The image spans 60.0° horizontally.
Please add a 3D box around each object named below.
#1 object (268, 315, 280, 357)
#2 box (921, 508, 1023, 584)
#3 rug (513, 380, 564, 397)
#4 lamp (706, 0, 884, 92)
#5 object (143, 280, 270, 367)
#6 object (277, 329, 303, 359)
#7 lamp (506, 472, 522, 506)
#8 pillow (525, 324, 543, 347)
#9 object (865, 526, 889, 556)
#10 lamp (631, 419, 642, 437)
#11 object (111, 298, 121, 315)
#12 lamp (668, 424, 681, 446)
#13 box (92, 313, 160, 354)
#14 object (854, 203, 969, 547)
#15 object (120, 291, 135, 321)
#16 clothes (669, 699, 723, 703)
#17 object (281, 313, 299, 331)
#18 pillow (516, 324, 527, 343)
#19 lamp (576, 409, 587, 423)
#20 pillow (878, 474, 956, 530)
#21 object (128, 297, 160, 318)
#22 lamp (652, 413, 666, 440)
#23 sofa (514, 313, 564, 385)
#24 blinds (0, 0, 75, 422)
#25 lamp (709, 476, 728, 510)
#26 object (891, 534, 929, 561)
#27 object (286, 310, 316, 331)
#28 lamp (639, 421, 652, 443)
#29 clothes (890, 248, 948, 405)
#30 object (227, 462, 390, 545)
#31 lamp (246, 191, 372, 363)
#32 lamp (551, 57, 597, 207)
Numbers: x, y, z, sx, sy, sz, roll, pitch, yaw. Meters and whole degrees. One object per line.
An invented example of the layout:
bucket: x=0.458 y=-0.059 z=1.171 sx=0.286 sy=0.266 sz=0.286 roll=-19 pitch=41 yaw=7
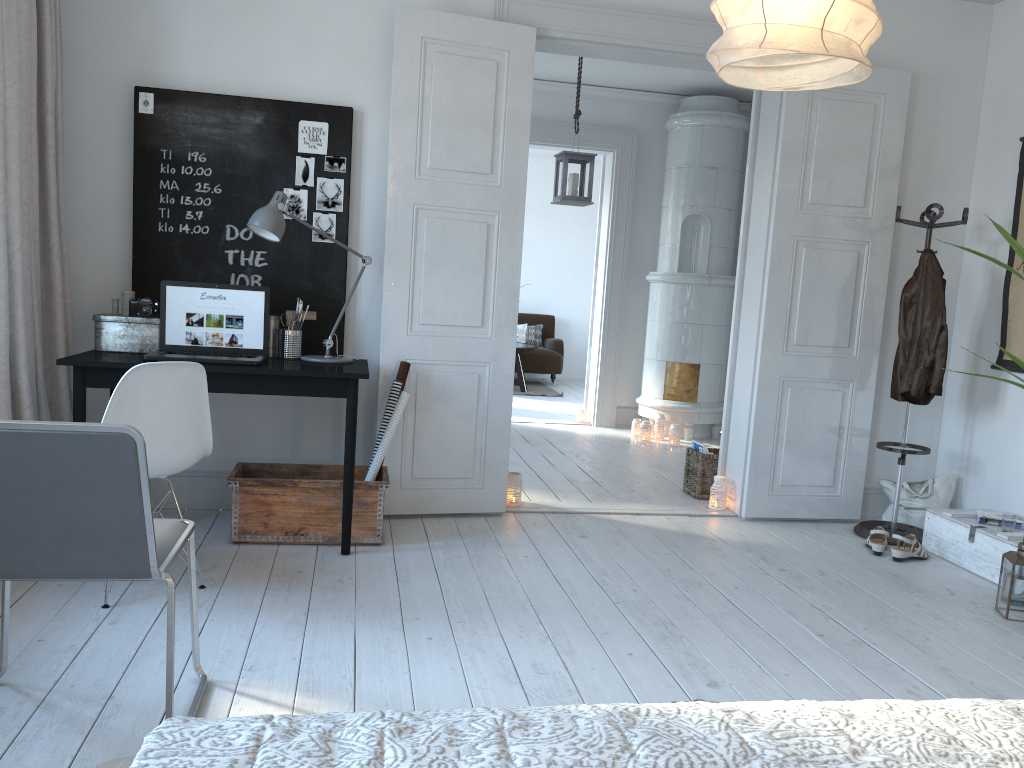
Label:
object: x=-1.092 y=-0.214 z=4.010 sx=0.079 sy=0.189 sz=0.078 roll=-1 pitch=8 yaw=-31
box: x=2.232 y=0.740 z=4.046 sx=0.376 sy=0.219 sz=0.640 roll=3 pitch=6 yaw=-10
rug: x=-0.377 y=-0.005 z=10.227 sx=1.710 sy=0.055 sz=1.453 roll=3 pitch=6 yaw=-10
lamp: x=0.600 y=-1.232 z=1.720 sx=0.338 sy=1.234 sz=0.340 roll=6 pitch=8 yaw=21
object: x=-1.239 y=-0.252 z=3.626 sx=0.445 sy=0.316 sz=0.325 roll=3 pitch=7 yaw=-10
object: x=-0.993 y=-0.178 z=3.959 sx=0.108 sy=0.129 sz=0.108 roll=4 pitch=7 yaw=5
lamp: x=0.006 y=0.549 z=4.629 sx=0.089 sy=0.167 sz=0.089 roll=1 pitch=7 yaw=-18
pillow: x=0.137 y=-0.622 z=11.120 sx=0.542 sy=0.288 sz=0.182 roll=3 pitch=7 yaw=-9
object: x=1.758 y=0.734 z=4.265 sx=0.099 sy=0.126 sz=0.272 roll=6 pitch=7 yaw=22
lamp: x=1.014 y=0.358 z=7.218 sx=0.084 sy=0.147 sz=0.084 roll=3 pitch=7 yaw=-6
object: x=-1.716 y=-0.336 z=3.838 sx=0.040 sy=0.069 sz=0.039 roll=1 pitch=7 yaw=-22
lamp: x=1.270 y=0.397 z=6.915 sx=0.089 sy=0.166 sz=0.089 roll=2 pitch=7 yaw=-11
box: x=-1.628 y=-0.218 z=3.826 sx=0.317 sy=0.153 sz=0.192 roll=3 pitch=7 yaw=-10
object: x=2.000 y=-0.043 z=4.432 sx=0.374 sy=1.662 sz=0.374 roll=3 pitch=7 yaw=-3
object: x=-1.651 y=-0.330 z=3.782 sx=0.056 sy=0.130 sz=0.167 roll=2 pitch=7 yaw=-12
clothes: x=0.398 y=0.798 z=1.752 sx=0.246 sy=0.270 sz=0.297 roll=3 pitch=7 yaw=-9
object: x=-1.003 y=-0.219 z=3.963 sx=0.081 sy=0.199 sz=0.050 roll=6 pitch=7 yaw=15
pillow: x=-0.040 y=-0.630 z=10.973 sx=0.471 sy=0.310 sz=0.187 roll=3 pitch=7 yaw=-10
lamp: x=0.612 y=0.282 z=7.780 sx=0.093 sy=0.110 sz=0.093 roll=4 pitch=7 yaw=7
pillow: x=2.159 y=0.614 z=4.728 sx=0.317 sy=0.315 sz=0.272 roll=3 pitch=7 yaw=-9
object: x=-1.546 y=-0.323 z=3.733 sx=0.137 sy=0.088 sz=0.073 roll=3 pitch=7 yaw=-10
lamp: x=1.188 y=0.345 z=7.146 sx=0.098 sy=0.210 sz=0.098 roll=3 pitch=7 yaw=-6
sofa: x=-0.477 y=-0.487 z=10.924 sx=2.165 sy=0.826 sz=0.966 roll=3 pitch=7 yaw=-10
blinds: x=-1.869 y=-0.692 z=3.479 sx=0.225 sy=2.653 sz=0.829 roll=2 pitch=7 yaw=-10
lamp: x=1.128 y=0.595 z=4.842 sx=0.093 sy=0.180 sz=0.092 roll=0 pitch=8 yaw=-27
object: x=1.871 y=0.754 z=4.144 sx=0.272 sy=0.126 sz=0.099 roll=-1 pitch=8 yaw=-37
object: x=-0.954 y=-0.225 z=4.014 sx=0.138 sy=0.209 sz=0.034 roll=0 pitch=8 yaw=-30
lamp: x=1.053 y=0.375 z=6.991 sx=0.089 sy=0.166 sz=0.089 roll=3 pitch=7 yaw=-9
clothes: x=2.010 y=-0.274 z=4.331 sx=0.237 sy=0.772 sz=0.211 roll=7 pitch=8 yaw=23
object: x=-0.882 y=0.524 z=3.881 sx=0.665 sy=0.283 sz=0.338 roll=3 pitch=7 yaw=-10
lamp: x=-0.877 y=-0.456 z=3.873 sx=0.616 sy=0.717 sz=0.229 roll=-2 pitch=9 yaw=-39
lamp: x=0.449 y=-2.056 z=5.713 sx=0.228 sy=1.766 sz=0.228 roll=2 pitch=7 yaw=-13
